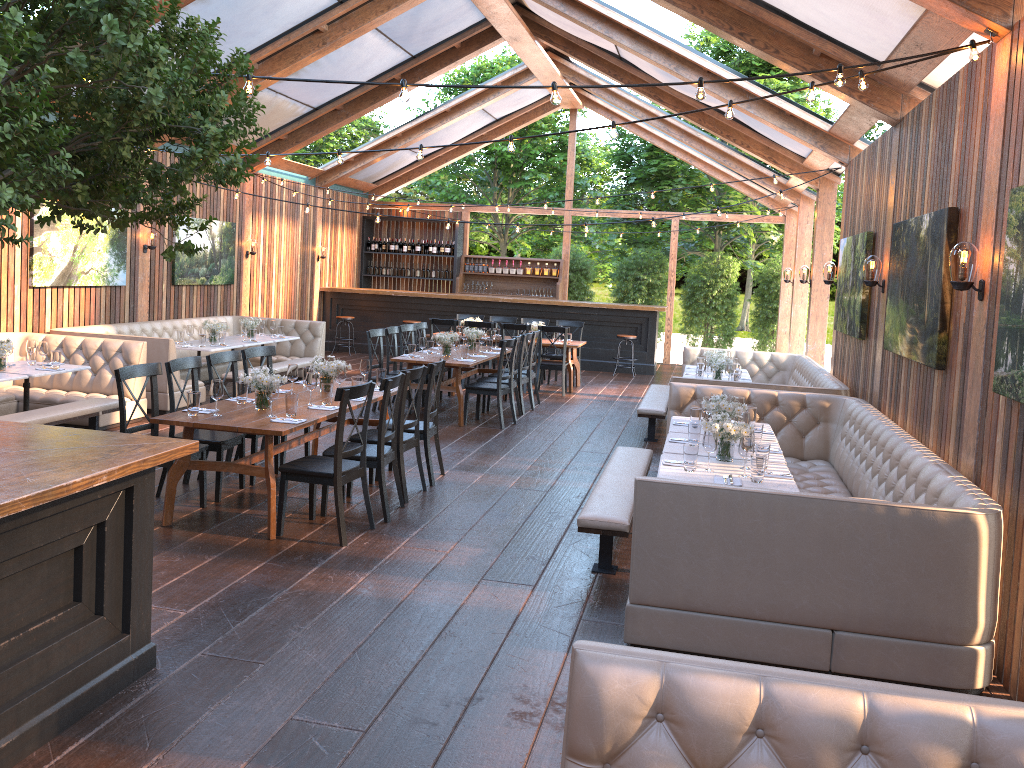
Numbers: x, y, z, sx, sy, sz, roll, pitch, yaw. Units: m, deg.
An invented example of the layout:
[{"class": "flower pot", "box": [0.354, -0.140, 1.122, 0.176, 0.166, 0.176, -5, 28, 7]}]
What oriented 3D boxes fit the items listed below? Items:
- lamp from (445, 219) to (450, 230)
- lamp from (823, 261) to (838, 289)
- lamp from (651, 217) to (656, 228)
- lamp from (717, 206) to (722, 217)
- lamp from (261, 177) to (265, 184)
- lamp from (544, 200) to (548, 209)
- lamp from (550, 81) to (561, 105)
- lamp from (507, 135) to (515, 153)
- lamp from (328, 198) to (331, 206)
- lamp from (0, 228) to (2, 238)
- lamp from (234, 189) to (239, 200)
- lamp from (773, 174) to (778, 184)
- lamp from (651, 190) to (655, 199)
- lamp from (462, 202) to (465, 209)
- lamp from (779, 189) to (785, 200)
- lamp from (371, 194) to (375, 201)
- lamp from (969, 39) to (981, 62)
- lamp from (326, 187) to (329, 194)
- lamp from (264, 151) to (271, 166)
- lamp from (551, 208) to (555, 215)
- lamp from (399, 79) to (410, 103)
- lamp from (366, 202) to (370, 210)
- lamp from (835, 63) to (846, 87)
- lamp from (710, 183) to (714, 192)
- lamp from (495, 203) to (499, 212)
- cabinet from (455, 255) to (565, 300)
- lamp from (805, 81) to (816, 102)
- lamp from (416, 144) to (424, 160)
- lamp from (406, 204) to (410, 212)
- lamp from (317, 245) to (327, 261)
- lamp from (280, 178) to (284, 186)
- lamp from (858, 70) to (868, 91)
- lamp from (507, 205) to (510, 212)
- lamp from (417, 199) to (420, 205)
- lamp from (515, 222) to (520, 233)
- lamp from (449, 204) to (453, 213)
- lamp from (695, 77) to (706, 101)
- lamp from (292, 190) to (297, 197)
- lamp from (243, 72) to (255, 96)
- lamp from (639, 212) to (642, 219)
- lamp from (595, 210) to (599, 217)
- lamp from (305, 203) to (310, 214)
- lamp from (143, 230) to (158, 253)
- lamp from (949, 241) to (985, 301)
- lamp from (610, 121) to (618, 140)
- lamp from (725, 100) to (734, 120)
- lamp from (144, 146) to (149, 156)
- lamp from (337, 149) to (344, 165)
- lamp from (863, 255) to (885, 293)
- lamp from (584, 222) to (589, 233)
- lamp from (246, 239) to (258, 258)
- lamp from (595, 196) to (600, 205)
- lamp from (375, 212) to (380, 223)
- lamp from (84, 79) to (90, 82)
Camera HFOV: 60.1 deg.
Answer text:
[{"class": "lamp", "box": [-0.698, -1.744, 9.660, 0.056, 0.120, 0.056, 4, 4, 18]}, {"class": "lamp", "box": [3.670, -1.252, 10.195, 0.178, 0.319, 0.147, 4, 4, 12]}, {"class": "lamp", "box": [1.583, -1.803, 9.871, 0.056, 0.120, 0.056, 4, 4, 9]}, {"class": "lamp", "box": [2.331, -1.936, 9.943, 0.057, 0.119, 0.059, 7, 6, 43]}, {"class": "lamp", "box": [-4.101, -3.347, 14.557, 0.056, 0.118, 0.065, 1, 5, -28]}, {"class": "lamp", "box": [0.456, -2.419, 11.945, 0.056, 0.120, 0.056, 5, 5, 27]}, {"class": "lamp", "box": [0.225, -1.478, 4.499, 0.056, 0.120, 0.056, 1, 5, -22]}, {"class": "lamp", "box": [-0.003, -1.664, 6.131, 0.056, 0.121, 0.056, 5, 5, 21]}, {"class": "lamp", "box": [-2.846, -2.847, 13.815, 0.056, 0.120, 0.056, 5, 5, 28]}, {"class": "lamp", "box": [-5.519, -1.629, 9.410, 0.178, 0.319, 0.147, 4, 4, 12]}, {"class": "lamp", "box": [-2.956, -2.032, 9.488, 0.056, 0.120, 0.056, 7, 6, 40]}, {"class": "lamp", "box": [3.119, -2.423, 10.472, 0.056, 0.118, 0.064, 2, 5, -14]}, {"class": "lamp", "box": [1.777, -2.400, 11.191, 0.056, 0.114, 0.075, 0, 5, -32]}, {"class": "lamp", "box": [-0.821, -3.011, 14.944, 0.056, 0.120, 0.057, 0, 5, -32]}, {"class": "lamp", "box": [3.060, -2.147, 10.028, 0.069, 0.116, 0.057, 5, 5, 19]}, {"class": "lamp", "box": [-2.333, -3.132, 14.831, 0.056, 0.119, 0.059, 0, 5, -34]}, {"class": "lamp", "box": [2.478, -1.782, 4.732, 0.061, 0.118, 0.057, -1, 6, -42]}, {"class": "lamp", "box": [-3.078, -3.232, 14.792, 0.061, 0.118, 0.056, 5, 5, 28]}, {"class": "lamp", "box": [-1.997, -1.841, 7.238, 0.056, 0.120, 0.056, 5, 5, 27]}, {"class": "lamp", "box": [0.698, -2.940, 15.065, 0.056, 0.120, 0.056, 6, 5, 38]}, {"class": "lamp", "box": [-0.535, -1.465, 4.419, 0.056, 0.119, 0.057, 3, 4, 0]}, {"class": "lamp", "box": [-2.191, -2.703, 13.439, 0.056, 0.121, 0.056, -1, 6, -44]}, {"class": "lamp", "box": [1.732, -1.628, 4.671, 0.065, 0.117, 0.057, 0, 5, -29]}, {"class": "lamp", "box": [2.449, -2.408, 10.826, 0.056, 0.114, 0.075, 4, 5, 10]}, {"class": "lamp", "box": [-0.205, -2.453, 12.312, 0.057, 0.119, 0.057, 3, 4, 6]}, {"class": "cabinet", "box": [-0.078, -1.706, 19.163, 2.276, 2.085, 0.495, 4, 4, 12]}, {"class": "lamp", "box": [1.753, -1.714, 5.188, 0.056, 0.120, 0.056, 4, 4, 15]}, {"class": "lamp", "box": [-0.675, -1.702, 6.493, 0.056, 0.120, 0.056, 0, 5, -37]}, {"class": "lamp", "box": [-1.537, -2.600, 13.054, 0.056, 0.119, 0.060, 2, 4, -8]}, {"class": "lamp", "box": [-3.735, -2.579, 17.449, 0.178, 0.319, 0.147, 4, 4, 12]}, {"class": "lamp", "box": [-3.827, -3.360, 14.720, 0.056, 0.120, 0.057, 1, 5, -27]}, {"class": "lamp", "box": [2.008, -1.734, 5.054, 0.056, 0.120, 0.057, 1, 5, -22]}, {"class": "lamp", "box": [-0.056, -2.971, 14.993, 0.056, 0.120, 0.056, 4, 4, 18]}, {"class": "lamp", "box": [-1.578, -3.061, 14.887, 0.056, 0.119, 0.057, 1, 5, -28]}, {"class": "lamp", "box": [0.064, -1.718, 9.719, 0.056, 0.121, 0.056, 4, 4, 11]}, {"class": "lamp", "box": [-0.876, -2.516, 12.690, 0.056, 0.120, 0.056, 1, 5, -19]}, {"class": "lamp", "box": [0.979, -1.530, 4.594, 0.062, 0.118, 0.057, 0, 5, -36]}, {"class": "lamp", "box": [-3.488, -3.058, 14.181, 0.057, 0.117, 0.066, 7, 6, 41]}, {"class": "lamp", "box": [-1.295, -1.481, 4.362, 0.056, 0.120, 0.056, 2, 4, -7]}, {"class": "lamp", "box": [2.210, -2.894, 15.199, 0.056, 0.120, 0.056, 5, 5, 29]}, {"class": "lamp", "box": [1.454, -2.912, 15.131, 0.056, 0.120, 0.056, 6, 5, 31]}, {"class": "lamp", "box": [-2.207, -1.897, 9.539, 0.056, 0.120, 0.056, 3, 4, 0]}, {"class": "lamp", "box": [-4.927, -1.944, 12.076, 0.178, 0.319, 0.147, 4, 4, 12]}, {"class": "lamp", "box": [2.479, -0.618, 4.830, 0.178, 0.319, 0.147, 4, 4, 12]}, {"class": "lamp", "box": [0.668, -1.655, 5.768, 0.056, 0.120, 0.056, 5, 5, 24]}, {"class": "lamp", "box": [1.332, -1.677, 5.409, 0.056, 0.120, 0.056, 6, 5, 37]}, {"class": "lamp", "box": [-3.311, -2.092, 7.989, 0.056, 0.120, 0.056, 6, 5, 33]}, {"class": "lamp", "box": [-1.332, -1.763, 6.867, 0.056, 0.120, 0.056, 2, 4, -13]}, {"class": "lamp", "box": [3.079, -0.937, 7.530, 0.178, 0.319, 0.147, 4, 4, 12]}, {"class": "lamp", "box": [0.829, -1.734, 9.789, 0.056, 0.119, 0.057, 1, 5, -28]}, {"class": "lamp", "box": [-4.332, -2.261, 14.757, 0.178, 0.319, 0.147, 4, 4, 12]}, {"class": "lamp", "box": [1.122, -2.405, 11.587, 0.056, 0.120, 0.056, 2, 4, -12]}, {"class": "lamp", "box": [-1.451, -1.800, 9.582, 0.056, 0.120, 0.056, 6, 5, 31]}, {"class": "lamp", "box": [-2.055, -1.511, 4.292, 0.056, 0.120, 0.056, 6, 5, 37]}]
